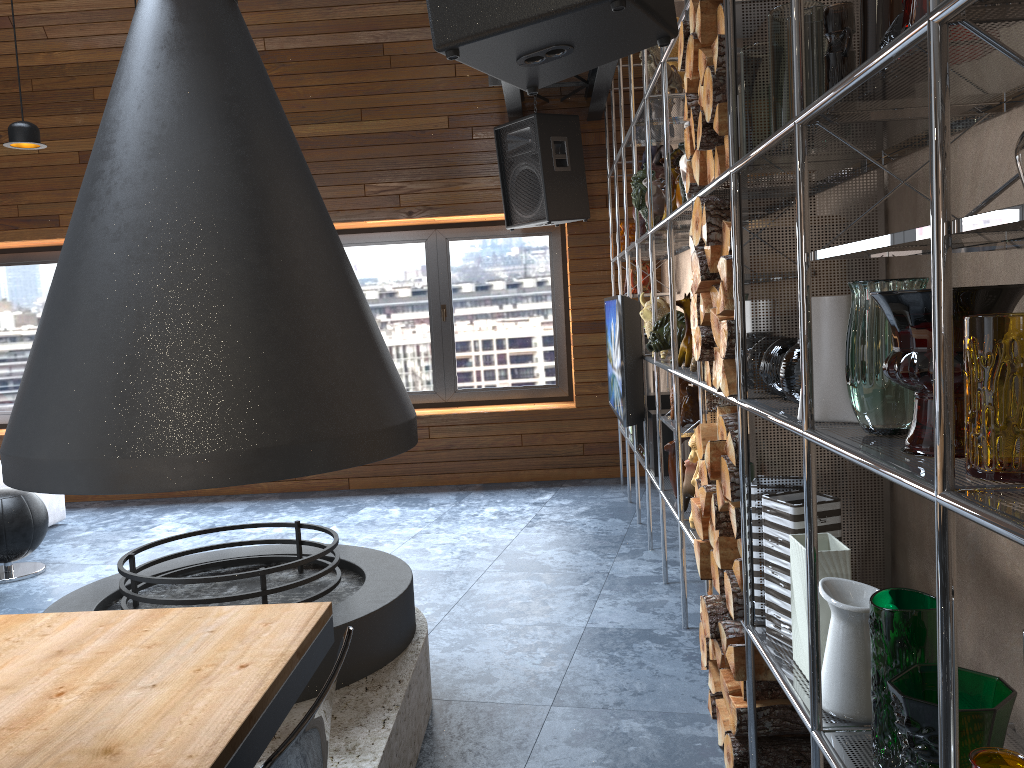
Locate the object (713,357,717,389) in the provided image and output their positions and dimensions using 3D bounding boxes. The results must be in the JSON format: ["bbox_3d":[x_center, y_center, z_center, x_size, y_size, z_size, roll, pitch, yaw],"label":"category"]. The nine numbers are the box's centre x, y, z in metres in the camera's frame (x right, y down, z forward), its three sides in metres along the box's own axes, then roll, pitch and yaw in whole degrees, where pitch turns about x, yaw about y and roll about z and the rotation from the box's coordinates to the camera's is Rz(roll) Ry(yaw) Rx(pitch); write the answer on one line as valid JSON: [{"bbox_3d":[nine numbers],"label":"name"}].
[{"bbox_3d":[0.721,-0.045,2.480,0.299,0.114,0.135,-3,5,0],"label":"object"}]

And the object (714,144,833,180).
[{"bbox_3d":[0.687,-0.590,2.314,0.303,0.095,0.087,-3,5,3],"label":"object"}]

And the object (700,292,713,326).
[{"bbox_3d":[0.703,-0.225,2.504,0.331,0.110,0.101,-3,5,4],"label":"object"}]

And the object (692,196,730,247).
[{"bbox_3d":[0.664,-0.454,2.462,0.312,0.150,0.140,-3,4,-1],"label":"object"}]

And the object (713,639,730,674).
[{"bbox_3d":[0.745,0.761,2.508,0.330,0.098,0.107,-3,5,-2],"label":"object"}]

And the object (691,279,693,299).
[{"bbox_3d":[0.702,-0.269,2.676,0.309,0.121,0.111,-3,4,2],"label":"object"}]

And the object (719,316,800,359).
[{"bbox_3d":[0.695,-0.121,2.241,0.321,0.109,0.110,-3,5,3],"label":"object"}]

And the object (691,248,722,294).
[{"bbox_3d":[0.671,-0.321,2.466,0.321,0.128,0.164,-3,5,2],"label":"object"}]

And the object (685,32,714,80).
[{"bbox_3d":[0.640,-0.888,2.396,0.321,0.128,0.164,-3,5,3],"label":"object"}]

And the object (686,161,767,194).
[{"bbox_3d":[0.689,-0.632,2.646,0.330,0.105,0.107,-3,5,5],"label":"object"}]

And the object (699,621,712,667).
[{"bbox_3d":[0.727,0.792,2.716,0.286,0.143,0.143,-3,5,2],"label":"object"}]

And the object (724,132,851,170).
[{"bbox_3d":[0.688,-0.594,2.225,0.287,0.112,0.126,-3,5,3],"label":"object"}]

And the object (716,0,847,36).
[{"bbox_3d":[0.666,-0.902,2.201,0.299,0.114,0.135,-3,5,5],"label":"object"}]

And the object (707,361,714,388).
[{"bbox_3d":[0.726,-0.040,2.590,0.303,0.095,0.087,-3,4,2],"label":"object"}]

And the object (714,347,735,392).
[{"bbox_3d":[0.731,-0.040,2.353,0.362,0.131,0.154,-3,5,3],"label":"object"}]

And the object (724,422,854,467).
[{"bbox_3d":[0.710,0.143,2.292,0.308,0.107,0.121,-3,5,-2],"label":"object"}]

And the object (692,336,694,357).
[{"bbox_3d":[0.706,-0.127,2.694,0.303,0.088,0.095,-3,5,0],"label":"object"}]

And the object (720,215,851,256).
[{"bbox_3d":[0.696,-0.371,2.274,0.299,0.119,0.151,-3,5,5],"label":"object"}]

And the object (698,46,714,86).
[{"bbox_3d":[0.656,-0.838,2.280,0.329,0.107,0.128,-3,5,2],"label":"object"}]

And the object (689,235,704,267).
[{"bbox_3d":[0.701,-0.388,2.550,0.362,0.115,0.098,-3,4,2],"label":"object"}]

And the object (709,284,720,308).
[{"bbox_3d":[0.715,-0.232,2.422,0.330,0.098,0.107,-3,5,-2],"label":"object"}]

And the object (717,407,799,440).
[{"bbox_3d":[0.737,0.112,2.473,0.312,0.150,0.140,-3,4,-1],"label":"object"}]

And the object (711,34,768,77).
[{"bbox_3d":[0.655,-0.802,2.195,0.309,0.121,0.111,-3,5,3],"label":"object"}]

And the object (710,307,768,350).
[{"bbox_3d":[0.698,-0.164,2.351,0.329,0.135,0.095,-3,4,-1],"label":"object"}]

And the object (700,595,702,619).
[{"bbox_3d":[0.747,0.724,2.762,0.309,0.121,0.111,-3,4,2],"label":"object"}]

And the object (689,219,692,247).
[{"bbox_3d":[0.693,-0.455,2.645,0.308,0.107,0.121,-3,5,-2],"label":"object"}]

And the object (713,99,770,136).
[{"bbox_3d":[0.659,-0.659,2.199,0.303,0.088,0.095,-3,5,4],"label":"object"}]

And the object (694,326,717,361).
[{"bbox_3d":[0.684,-0.121,2.555,0.312,0.110,0.103,-3,4,-1],"label":"object"}]

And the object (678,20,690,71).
[{"bbox_3d":[0.642,-0.987,2.571,0.312,0.150,0.140,-3,5,6],"label":"object"}]

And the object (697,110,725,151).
[{"bbox_3d":[0.648,-0.676,2.339,0.312,0.110,0.103,-3,5,6],"label":"object"}]

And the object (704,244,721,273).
[{"bbox_3d":[0.678,-0.352,2.387,0.303,0.090,0.098,-3,5,1],"label":"object"}]

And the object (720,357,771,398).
[{"bbox_3d":[0.703,-0.027,2.256,0.330,0.105,0.107,-3,5,0],"label":"object"}]

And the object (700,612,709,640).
[{"bbox_3d":[0.741,0.703,2.672,0.329,0.107,0.128,-3,5,3],"label":"object"}]

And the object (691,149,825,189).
[{"bbox_3d":[0.710,-0.629,2.547,0.362,0.131,0.154,-3,5,2],"label":"object"}]

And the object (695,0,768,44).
[{"bbox_3d":[0.663,-0.941,2.300,0.362,0.115,0.098,-3,4,3],"label":"object"}]

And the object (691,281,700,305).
[{"bbox_3d":[0.696,-0.290,2.587,0.329,0.107,0.128,-3,5,3],"label":"object"}]

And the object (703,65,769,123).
[{"bbox_3d":[0.639,-0.742,2.252,0.286,0.143,0.143,-3,5,3],"label":"object"}]

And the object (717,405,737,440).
[{"bbox_3d":[0.747,0.117,2.572,0.289,0.121,0.107,-3,5,3],"label":"object"}]

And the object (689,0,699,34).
[{"bbox_3d":[0.627,-0.997,2.369,0.289,0.121,0.107,-3,4,1],"label":"object"}]

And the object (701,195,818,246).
[{"bbox_3d":[0.655,-0.432,2.365,0.289,0.121,0.107,-3,5,3],"label":"object"}]

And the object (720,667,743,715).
[{"bbox_3d":[0.743,0.828,2.436,0.329,0.135,0.095,-3,4,-1],"label":"object"}]

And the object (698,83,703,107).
[{"bbox_3d":[0.669,-0.787,2.372,0.331,0.110,0.101,-3,4,0],"label":"object"}]

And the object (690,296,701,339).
[{"bbox_3d":[0.682,-0.200,2.631,0.286,0.143,0.143,-3,5,2],"label":"object"}]

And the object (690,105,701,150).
[{"bbox_3d":[0.676,-0.752,2.532,0.329,0.135,0.095,-3,5,6],"label":"object"}]

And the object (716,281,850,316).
[{"bbox_3d":[0.693,-0.216,2.249,0.331,0.110,0.107,-3,4,0],"label":"object"}]

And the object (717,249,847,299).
[{"bbox_3d":[0.683,-0.282,2.245,0.308,0.120,0.098,-3,4,-2],"label":"object"}]

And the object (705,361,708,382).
[{"bbox_3d":[0.734,-0.058,2.678,0.287,0.112,0.126,-3,5,2],"label":"object"}]

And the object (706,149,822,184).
[{"bbox_3d":[0.690,-0.613,2.422,0.299,0.114,0.135,-3,5,5],"label":"object"}]
